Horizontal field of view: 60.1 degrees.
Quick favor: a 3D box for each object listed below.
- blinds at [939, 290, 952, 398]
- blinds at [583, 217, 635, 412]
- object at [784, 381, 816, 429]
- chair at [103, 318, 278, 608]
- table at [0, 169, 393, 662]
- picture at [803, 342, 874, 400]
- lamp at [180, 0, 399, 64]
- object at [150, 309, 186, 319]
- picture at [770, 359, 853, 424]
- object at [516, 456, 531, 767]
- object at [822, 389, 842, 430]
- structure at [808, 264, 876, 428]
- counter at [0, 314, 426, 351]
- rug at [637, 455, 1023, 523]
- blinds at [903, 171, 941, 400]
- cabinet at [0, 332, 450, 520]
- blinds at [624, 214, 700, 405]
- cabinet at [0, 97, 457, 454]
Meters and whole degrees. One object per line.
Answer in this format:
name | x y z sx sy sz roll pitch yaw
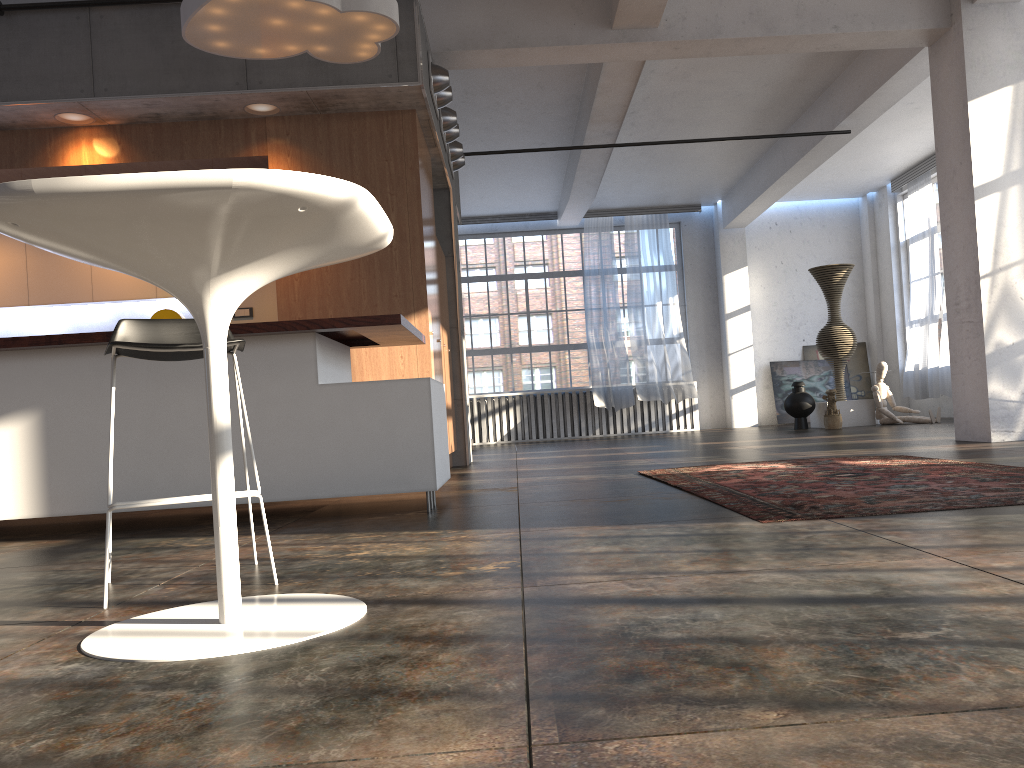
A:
blinds | 6.421 -1.643 12.716 0.315 3.712 1.024 -4 -1 -1
blinds | 1.618 -1.286 15.300 0.693 3.558 0.876 -4 -1 -2
object | 4.162 0.312 12.809 0.451 0.693 0.434 -3 -1 -37
chair | -1.001 0.226 2.684 0.471 0.895 0.497 -3 -1 -24
table | -0.686 0.093 2.074 0.830 0.951 0.828 -4 -1 -1
picture | 5.850 -0.034 15.827 1.149 1.386 0.253 -4 -1 -2
lamp | -1.225 -2.018 4.948 1.102 0.130 0.987 -2 -3 -45
object | -2.587 -0.372 6.685 0.275 0.381 0.099 -4 -1 -2
picture | 5.326 0.123 15.702 1.435 1.141 0.304 -4 -1 -4
object | -6.798 1.236 5.428 27.239 0.001 19.729 -4 -2 -2
object | 4.322 0.372 11.947 0.236 0.600 0.224 -4 -1 27
structure | 4.714 -0.529 12.838 0.678 2.325 0.749 -4 -1 -1
counter | -3.816 0.384 4.609 6.665 0.971 1.141 -4 -2 -2
rug | 1.780 0.489 4.668 1.857 0.029 2.883 -4 -2 -1
blinds | 6.411 -1.607 13.905 0.340 3.696 1.032 -4 -1 -3
cabinet | -3.203 0.375 4.623 5.656 0.930 0.921 -4 -1 -2
blinds | 2.517 -1.385 15.198 1.058 3.500 0.998 -4 -1 -1
cabinet | -4.663 -0.423 7.423 8.118 2.561 2.376 -4 -1 -2
